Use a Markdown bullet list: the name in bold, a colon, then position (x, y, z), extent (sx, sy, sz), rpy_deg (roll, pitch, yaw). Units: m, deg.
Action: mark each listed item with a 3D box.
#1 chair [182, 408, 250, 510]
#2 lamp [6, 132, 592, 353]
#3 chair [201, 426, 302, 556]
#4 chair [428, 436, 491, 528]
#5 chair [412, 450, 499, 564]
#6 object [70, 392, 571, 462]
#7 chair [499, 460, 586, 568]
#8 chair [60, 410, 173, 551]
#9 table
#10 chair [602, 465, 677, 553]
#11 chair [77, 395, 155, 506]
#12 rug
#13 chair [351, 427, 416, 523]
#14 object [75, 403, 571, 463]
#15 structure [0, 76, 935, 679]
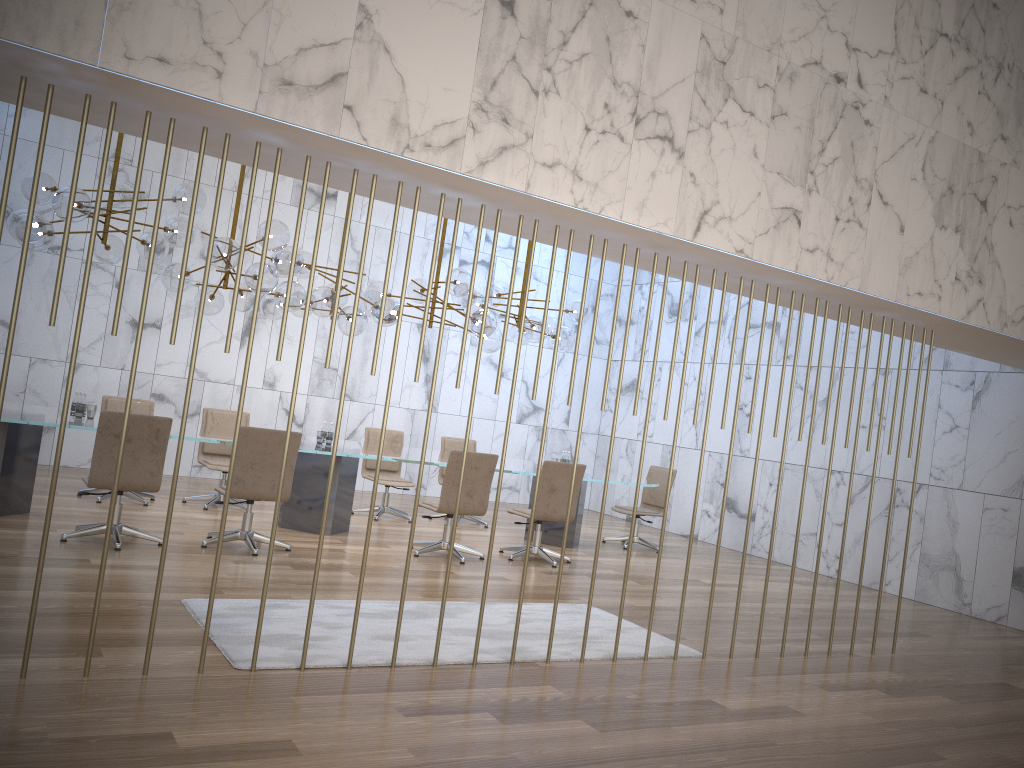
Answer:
- **chair**: position (-3.001, 0.787, 9.313), extent (0.726, 1.000, 0.697), rpy_deg (9, -2, -31)
- **lamp**: position (-1.600, -1.800, 8.725), extent (5.672, 2.716, 1.557), rpy_deg (9, -2, -31)
- **chair**: position (-2.109, 0.840, 7.242), extent (0.726, 1.000, 0.697), rpy_deg (9, -2, -31)
- **chair**: position (-0.585, 1.179, 10.765), extent (0.726, 1.000, 0.697), rpy_deg (9, -2, -31)
- **chair**: position (-0.538, 1.095, 8.186), extent (0.726, 1.000, 0.697), rpy_deg (9, -2, -31)
- **object**: position (-1.552, 0.524, 8.880), extent (5.189, 0.213, 0.124), rpy_deg (9, -2, -31)
- **chair**: position (0.305, 1.231, 8.693), extent (0.726, 1.000, 0.697), rpy_deg (9, -2, -31)
- **chair**: position (-2.958, 0.702, 6.732), extent (0.726, 1.000, 0.697), rpy_deg (9, -2, -31)
- **table**: position (-1.891, 0.999, 8.685), extent (7.924, 0.835, 2.092), rpy_deg (9, -2, -31)
- **chair**: position (1.563, 1.482, 10.758), extent (0.697, 1.000, 0.726), rpy_deg (9, -2, -30)
- **chair**: position (-3.840, 0.651, 8.809), extent (0.726, 1.000, 0.697), rpy_deg (9, -2, -31)
- **rug**: position (-0.357, 1.515, 5.510), extent (3.025, 0.034, 1.320), rpy_deg (9, -2, -31)
- **chair**: position (-1.434, 1.041, 10.255), extent (0.726, 1.000, 0.697), rpy_deg (9, -2, -31)
- **object**: position (-1.545, 0.572, 8.830), extent (5.112, 0.117, 0.183), rpy_deg (9, -2, -31)
- **structure**: position (-0.034, 0.310, 4.841), extent (7.223, 2.456, 0.023), rpy_deg (9, -2, -31)
